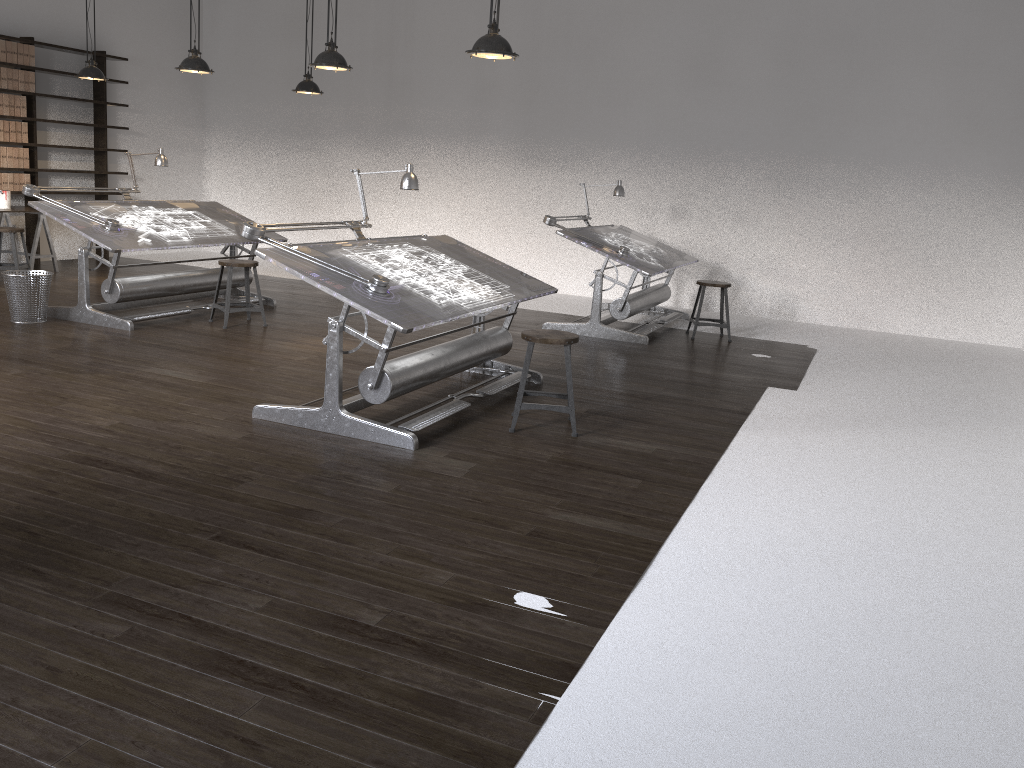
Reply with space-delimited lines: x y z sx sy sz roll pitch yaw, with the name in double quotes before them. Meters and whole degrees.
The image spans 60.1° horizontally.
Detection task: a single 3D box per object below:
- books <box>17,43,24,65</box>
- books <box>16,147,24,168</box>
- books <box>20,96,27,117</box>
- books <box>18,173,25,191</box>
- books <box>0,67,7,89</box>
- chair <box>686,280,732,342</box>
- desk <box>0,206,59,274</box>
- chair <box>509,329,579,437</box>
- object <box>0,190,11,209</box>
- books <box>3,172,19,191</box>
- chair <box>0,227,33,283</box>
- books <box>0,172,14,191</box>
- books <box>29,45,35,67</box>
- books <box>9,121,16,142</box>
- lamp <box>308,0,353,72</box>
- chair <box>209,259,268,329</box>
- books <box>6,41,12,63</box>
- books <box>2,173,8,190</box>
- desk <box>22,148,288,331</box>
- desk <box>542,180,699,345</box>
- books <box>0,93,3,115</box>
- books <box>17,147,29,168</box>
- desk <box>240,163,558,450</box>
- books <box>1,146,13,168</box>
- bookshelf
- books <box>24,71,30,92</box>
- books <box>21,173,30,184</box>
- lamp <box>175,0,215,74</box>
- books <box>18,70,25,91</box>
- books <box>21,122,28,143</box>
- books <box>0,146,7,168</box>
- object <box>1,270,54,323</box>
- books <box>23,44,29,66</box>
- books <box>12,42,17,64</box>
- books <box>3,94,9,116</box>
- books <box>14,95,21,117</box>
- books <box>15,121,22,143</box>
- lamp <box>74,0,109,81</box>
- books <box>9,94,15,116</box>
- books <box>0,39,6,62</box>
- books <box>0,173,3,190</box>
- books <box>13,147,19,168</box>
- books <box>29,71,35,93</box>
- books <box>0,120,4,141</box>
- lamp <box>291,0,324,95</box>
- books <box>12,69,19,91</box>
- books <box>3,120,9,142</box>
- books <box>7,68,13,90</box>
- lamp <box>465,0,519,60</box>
"books" -5.339 -3.545 9.513 0.175 0.223 0.067 9 12 22
"books" -5.427 -2.470 9.675 0.175 0.223 0.067 9 12 22
"books" -5.367 -3.017 9.624 0.175 0.223 0.067 9 12 22
"books" -5.446 -2.203 9.733 0.175 0.223 0.067 9 12 22
"books" -5.435 -3.236 9.372 0.175 0.224 0.067 9 12 22
"chair" 1.837 -0.680 8.188 0.371 0.523 0.362 4 11 1
"desk" -5.435 -1.443 8.983 0.657 0.663 1.681 9 14 21
"chair" 0.190 -0.016 4.874 0.371 0.523 0.362 4 11 1
"object" -5.294 -1.916 9.207 0.145 0.194 0.145 3 11 -5
"books" -5.471 -2.189 9.669 0.175 0.223 0.067 9 12 22
"chair" -4.946 -1.262 8.672 0.371 0.523 0.362 2 11 -9
"books" -5.495 -2.176 9.603 0.175 0.224 0.067 9 12 22
"books" -5.283 -3.571 9.639 0.175 0.223 0.067 9 12 22
"books" -5.439 -2.721 9.546 0.175 0.224 0.067 9 12 22
"lamp" -1.218 -3.342 6.121 0.311 2.245 0.315 -6 14 -42
"chair" -2.242 -0.741 7.250 0.372 0.523 0.361 -5 15 -39
"books" -5.388 -3.518 9.385 0.175 0.224 0.067 9 12 22
"books" -5.522 -2.163 9.544 0.175 0.223 0.067 9 12 22
"desk" -2.992 -1.315 7.580 1.079 1.373 2.084 9 13 22
"desk" 1.068 -1.252 8.507 1.079 1.373 2.084 9 13 22
"books" -5.477 -2.966 9.374 0.175 0.223 0.067 9 12 22
"books" -5.401 -2.484 9.740 0.175 0.223 0.067 9 12 22
"desk" -0.576 -0.589 5.197 1.079 1.373 2.084 9 13 22
"books" -5.473 -2.445 9.556 0.175 0.223 0.067 9 12 22
"bookshelf" -6.730 -1.616 6.942 0.374 3.176 9.246 8 14 22
"books" -5.330 -3.289 9.626 0.175 0.223 0.067 9 12 22
"books" -5.414 -2.214 9.790 0.175 0.224 0.067 9 12 22
"lamp" -2.539 -3.669 7.099 0.311 2.232 0.315 -6 14 -42
"books" -5.352 -3.275 9.563 0.175 0.224 0.067 9 12 22
"books" -5.384 -2.750 9.684 0.175 0.223 0.067 9 12 22
"books" -5.505 -2.432 9.491 0.175 0.223 0.067 9 12 22
"object" -3.710 -0.667 6.792 0.355 0.374 0.354 15 16 43
"books" -5.314 -3.558 9.577 0.175 0.223 0.067 9 12 22
"books" -5.367 -3.531 9.445 0.175 0.223 0.067 9 12 22
"books" -5.447 -2.977 9.433 0.175 0.224 0.067 9 12 22
"books" -5.398 -3.004 9.561 0.175 0.223 0.067 9 12 22
"books" -5.415 -2.736 9.616 0.175 0.223 0.067 9 12 22
"lamp" -4.109 -4.133 8.615 0.311 2.232 0.315 -6 14 -42
"books" -5.426 -2.991 9.496 0.175 0.223 0.067 9 12 22
"books" -5.416 -3.505 9.320 0.175 0.223 0.067 9 12 22
"books" -5.548 -2.152 9.487 0.175 0.223 0.067 9 12 22
"books" -5.447 -2.458 9.616 0.175 0.224 0.067 9 12 22
"books" -5.305 -3.300 9.682 0.175 0.223 0.067 9 12 22
"books" -5.497 -2.694 9.414 0.175 0.223 0.067 9 12 22
"lamp" -1.933 -3.959 8.514 0.313 2.232 0.313 4 10 2
"books" -5.386 -3.263 9.502 0.175 0.223 0.067 9 12 22
"books" -5.473 -2.708 9.480 0.175 0.223 0.067 9 12 22
"books" -5.411 -3.250 9.438 0.175 0.223 0.067 9 12 22
"lamp" -0.038 -2.977 4.886 0.313 2.232 0.313 4 10 2
